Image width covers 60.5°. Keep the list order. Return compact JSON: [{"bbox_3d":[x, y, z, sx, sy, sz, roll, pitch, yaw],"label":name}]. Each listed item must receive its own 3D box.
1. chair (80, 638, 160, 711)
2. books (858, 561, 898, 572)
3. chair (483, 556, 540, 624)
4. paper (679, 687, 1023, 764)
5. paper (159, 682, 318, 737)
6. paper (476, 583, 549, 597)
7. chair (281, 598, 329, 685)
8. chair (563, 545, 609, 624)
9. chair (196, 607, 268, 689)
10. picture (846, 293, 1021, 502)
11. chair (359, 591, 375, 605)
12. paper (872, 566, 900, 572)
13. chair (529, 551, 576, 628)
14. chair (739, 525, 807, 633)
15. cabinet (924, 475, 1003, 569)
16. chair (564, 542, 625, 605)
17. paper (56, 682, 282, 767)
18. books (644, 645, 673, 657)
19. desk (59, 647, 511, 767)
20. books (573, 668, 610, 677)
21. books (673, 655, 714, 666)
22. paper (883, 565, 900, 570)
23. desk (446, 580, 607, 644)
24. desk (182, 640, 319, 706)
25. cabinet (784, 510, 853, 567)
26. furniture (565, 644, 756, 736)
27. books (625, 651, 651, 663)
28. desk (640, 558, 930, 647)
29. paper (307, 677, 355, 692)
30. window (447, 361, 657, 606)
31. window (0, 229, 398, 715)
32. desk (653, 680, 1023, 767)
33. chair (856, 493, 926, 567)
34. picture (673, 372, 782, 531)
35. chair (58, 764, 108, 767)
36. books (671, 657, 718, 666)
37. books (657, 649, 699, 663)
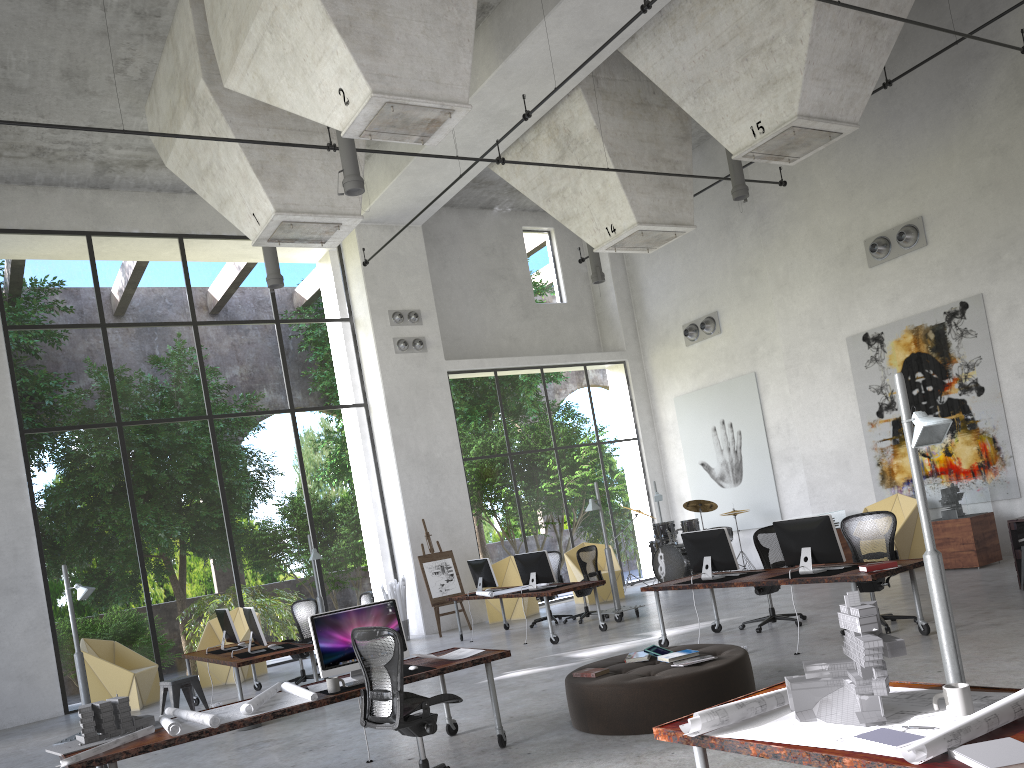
[{"bbox_3d":[-5.905,4.306,13.134,0.935,1.162,0.987,-10,-5,3],"label":"chair"},{"bbox_3d":[3.312,1.652,7.960,0.285,0.052,0.205,-10,-9,0],"label":"books"},{"bbox_3d":[-0.055,3.849,16.571,0.986,1.162,0.936,-11,-5,16],"label":"chair"},{"bbox_3d":[1.340,1.217,3.310,0.969,0.104,1.096,-3,-12,-37],"label":"paper"},{"bbox_3d":[-1.943,2.270,6.187,1.067,0.104,0.995,-4,-11,-32],"label":"paper"},{"bbox_3d":[-0.004,3.164,13.641,1.068,0.104,0.994,-6,-10,-22],"label":"paper"},{"bbox_3d":[-2.983,3.647,12.362,0.778,1.178,0.791,-12,-4,21],"label":"chair"},{"bbox_3d":[1.121,3.230,14.187,0.800,1.178,0.769,-12,-4,21],"label":"chair"},{"bbox_3d":[-4.620,4.289,14.393,0.985,1.162,0.937,-11,-5,13],"label":"chair"},{"bbox_3d":[6.477,0.433,13.713,0.020,3.001,2.396,-9,-4,-33],"label":"picture"},{"bbox_3d":[-1.942,3.265,11.159,0.786,1.178,0.783,-6,-5,-43],"label":"chair"},{"bbox_3d":[3.345,1.679,7.981,0.290,0.001,0.213,-10,-9,0],"label":"paper"},{"bbox_3d":[0.592,3.394,14.616,0.772,1.178,0.797,-10,-4,6],"label":"chair"},{"bbox_3d":[2.959,2.261,10.298,0.805,1.178,0.765,-14,-5,41],"label":"chair"},{"bbox_3d":[6.377,2.001,12.561,0.589,1.248,0.755,-8,-4,-32],"label":"cabinet"},{"bbox_3d":[1.603,3.624,16.969,0.975,1.162,0.947,-9,-5,-13],"label":"chair"},{"bbox_3d":[-2.156,2.294,6.089,0.894,0.102,1.949,-11,-9,6],"label":"paper"},{"bbox_3d":[1.226,2.237,7.330,0.208,0.102,0.143,-17,-10,42],"label":"books"},{"bbox_3d":[-1.511,2.641,6.442,3.105,0.720,0.992,-4,-9,-32],"label":"desk"},{"bbox_3d":[0.637,2.320,7.061,0.173,0.032,0.259,-2,-12,-41],"label":"books"},{"bbox_3d":[1.408,2.144,6.819,0.301,0.040,0.222,-10,-9,3],"label":"books"},{"bbox_3d":[3.345,1.678,7.981,0.295,0.001,0.209,-18,-12,39],"label":"paper"},{"bbox_3d":[0.186,3.504,13.435,0.966,0.718,3.190,-6,-10,-32],"label":"desk"},{"bbox_3d":[-3.385,3.770,11.263,0.956,0.718,3.191,-6,-10,-32],"label":"desk"},{"bbox_3d":[5.174,2.712,14.848,0.737,1.007,0.748,-7,-5,-32],"label":"cabinet"},{"bbox_3d":[1.194,2.459,7.147,1.496,0.425,1.538,-5,-10,-30],"label":"furniture"},{"bbox_3d":[1.063,2.291,7.381,0.199,0.034,0.286,-12,-9,13],"label":"books"},{"bbox_3d":[2.751,2.343,9.156,0.966,0.718,3.190,-6,-10,-32],"label":"desk"},{"bbox_3d":[-1.324,2.288,6.726,0.481,0.001,0.437,-6,-10,-22],"label":"paper"},{"bbox_3d":[1.031,2.023,18.323,4.524,4.865,0.020,-7,-3,-32],"label":"window"},{"bbox_3d":[-5.195,1.196,15.456,5.912,7.807,0.068,-7,-3,-32],"label":"window"},{"bbox_3d":[1.848,1.414,2.607,0.966,0.718,3.190,-6,-10,-32],"label":"desk"},{"bbox_3d":[5.865,2.332,13.697,0.926,1.162,0.997,-7,-6,-34],"label":"chair"},{"bbox_3d":[4.372,1.518,18.021,0.020,3.001,2.378,-9,-4,-33],"label":"picture"},{"bbox_3d":[-3.183,3.050,6.456,0.425,0.486,0.435,-13,-6,30],"label":"chair"},{"bbox_3d":[1.408,2.147,6.793,0.298,0.031,0.224,-7,-10,-17],"label":"books"},{"bbox_3d":[1.343,2.195,7.093,0.283,0.033,0.201,-7,-10,-19],"label":"books"}]
